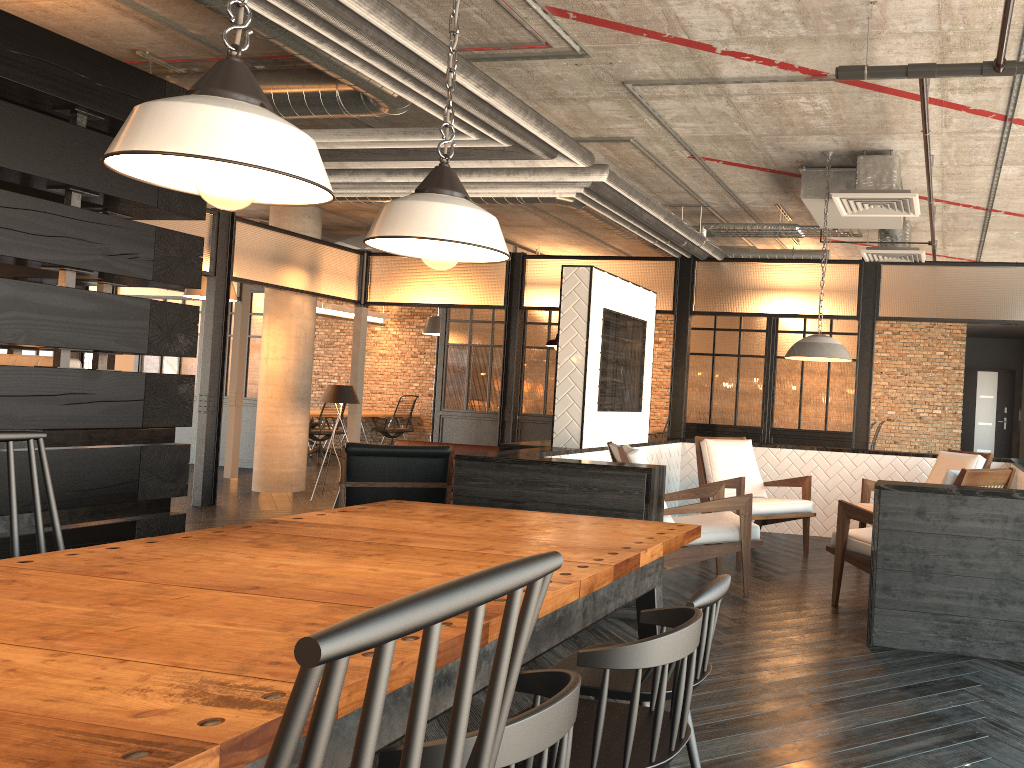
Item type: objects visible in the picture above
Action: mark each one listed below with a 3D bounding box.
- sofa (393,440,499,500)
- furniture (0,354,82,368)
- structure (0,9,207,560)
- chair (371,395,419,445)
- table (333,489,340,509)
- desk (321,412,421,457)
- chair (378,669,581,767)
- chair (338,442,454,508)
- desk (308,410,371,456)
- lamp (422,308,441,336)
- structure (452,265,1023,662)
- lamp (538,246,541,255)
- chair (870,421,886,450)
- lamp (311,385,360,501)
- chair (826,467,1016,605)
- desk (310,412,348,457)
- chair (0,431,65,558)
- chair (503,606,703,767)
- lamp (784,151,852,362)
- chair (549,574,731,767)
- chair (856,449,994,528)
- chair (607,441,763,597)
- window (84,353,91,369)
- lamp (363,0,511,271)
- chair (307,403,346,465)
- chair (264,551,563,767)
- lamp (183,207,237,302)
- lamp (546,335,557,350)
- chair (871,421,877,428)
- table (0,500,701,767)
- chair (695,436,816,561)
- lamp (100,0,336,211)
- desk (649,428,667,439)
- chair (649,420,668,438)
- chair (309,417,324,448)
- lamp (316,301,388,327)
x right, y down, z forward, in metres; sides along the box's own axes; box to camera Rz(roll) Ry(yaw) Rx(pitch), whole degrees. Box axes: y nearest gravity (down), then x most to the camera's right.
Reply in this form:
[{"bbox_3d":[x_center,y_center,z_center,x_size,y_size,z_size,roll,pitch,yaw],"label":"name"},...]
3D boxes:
[{"bbox_3d":[-0.686,0.928,8.417,1.505,0.637,0.724,3,-1,15],"label":"sofa"},{"bbox_3d":[-3.215,0.444,4.322,1.748,1.260,0.635,3,-1,14],"label":"furniture"},{"bbox_3d":[-5.924,-0.459,2.593,5.640,2.742,5.971,3,-1,20],"label":"structure"},{"bbox_3d":[-2.014,0.701,14.012,0.644,1.063,0.755,3,-1,21],"label":"chair"},{"bbox_3d":[-1.155,1.025,7.499,0.671,0.372,0.757,3,-1,16],"label":"table"},{"bbox_3d":[-2.423,0.853,14.074,0.731,0.720,1.802,3,-1,25],"label":"desk"},{"bbox_3d":[-0.140,0.834,1.314,0.411,0.737,0.408,3,-1,20],"label":"chair"},{"bbox_3d":[-0.860,0.818,6.255,0.823,0.795,0.928,3,-1,-13],"label":"chair"},{"bbox_3d":[-3.156,0.817,14.234,0.731,0.720,1.802,3,-1,25],"label":"desk"},{"bbox_3d":[-0.996,-1.451,11.849,0.493,1.503,0.397,4,-1,-18],"label":"lamp"},{"bbox_3d":[2.066,0.307,6.216,3.658,2.115,4.036,3,-1,21],"label":"structure"},{"bbox_3d":[1.165,-1.296,12.343,0.271,0.857,3.745,3,-1,27],"label":"lamp"},{"bbox_3d":[5.207,1.058,12.436,0.644,1.063,0.755,3,-1,21],"label":"chair"},{"bbox_3d":[-1.615,0.612,8.799,0.942,1.178,0.485,3,-1,-22],"label":"lamp"},{"bbox_3d":[2.492,0.923,5.057,0.833,0.907,0.798,4,-1,-34],"label":"chair"},{"bbox_3d":[-3.255,0.794,12.473,0.731,0.720,1.802,3,-1,25],"label":"desk"},{"bbox_3d":[-1.151,0.641,1.975,0.452,1.033,0.499,3,-1,21],"label":"chair"},{"bbox_3d":[0.170,0.855,1.799,0.411,0.737,0.408,3,-1,20],"label":"chair"},{"bbox_3d":[2.316,-0.953,6.178,0.450,1.545,0.569,3,-1,29],"label":"lamp"},{"bbox_3d":[0.332,0.874,2.251,0.429,0.726,0.407,3,-1,20],"label":"chair"},{"bbox_3d":[3.317,0.982,6.687,1.055,0.907,0.635,3,-1,-22],"label":"chair"},{"bbox_3d":[1.091,0.854,5.400,1.017,0.907,0.665,3,-1,-12],"label":"chair"},{"bbox_3d":[-8.116,-0.524,13.659,0.223,2.874,2.733,3,-1,27],"label":"window"},{"bbox_3d":[-0.143,-1.167,2.210,0.312,1.737,0.420,2,-1,40],"label":"lamp"},{"bbox_3d":[-2.856,0.641,12.393,0.644,1.063,0.755,3,-1,21],"label":"chair"},{"bbox_3d":[-0.284,0.673,0.758,0.452,1.033,0.499,3,-1,21],"label":"chair"},{"bbox_3d":[-2.909,-1.587,8.168,0.493,1.503,0.397,4,-1,-18],"label":"lamp"},{"bbox_3d":[0.370,-0.330,6.218,0.249,0.171,0.177,3,-1,-14],"label":"lamp"},{"bbox_3d":[4.365,0.998,10.817,0.644,1.063,0.755,3,-1,21],"label":"chair"},{"bbox_3d":[-0.873,0.766,1.030,1.084,0.791,4.113,3,-1,26],"label":"table"},{"bbox_3d":[1.958,0.914,6.887,0.827,0.907,0.806,4,-1,-29],"label":"chair"},{"bbox_3d":[-0.482,-1.191,1.558,0.312,1.737,0.420,2,-1,40],"label":"lamp"},{"bbox_3d":[1.868,1.065,13.137,0.731,0.720,1.802,3,-1,25],"label":"desk"},{"bbox_3d":[2.277,0.913,13.075,0.644,1.063,0.755,3,-1,21],"label":"chair"},{"bbox_3d":[-3.578,0.623,14.291,0.644,1.063,0.755,3,-1,21],"label":"chair"},{"bbox_3d":[-3.125,-1.508,13.279,0.271,0.857,3.745,3,-1,27],"label":"lamp"}]
